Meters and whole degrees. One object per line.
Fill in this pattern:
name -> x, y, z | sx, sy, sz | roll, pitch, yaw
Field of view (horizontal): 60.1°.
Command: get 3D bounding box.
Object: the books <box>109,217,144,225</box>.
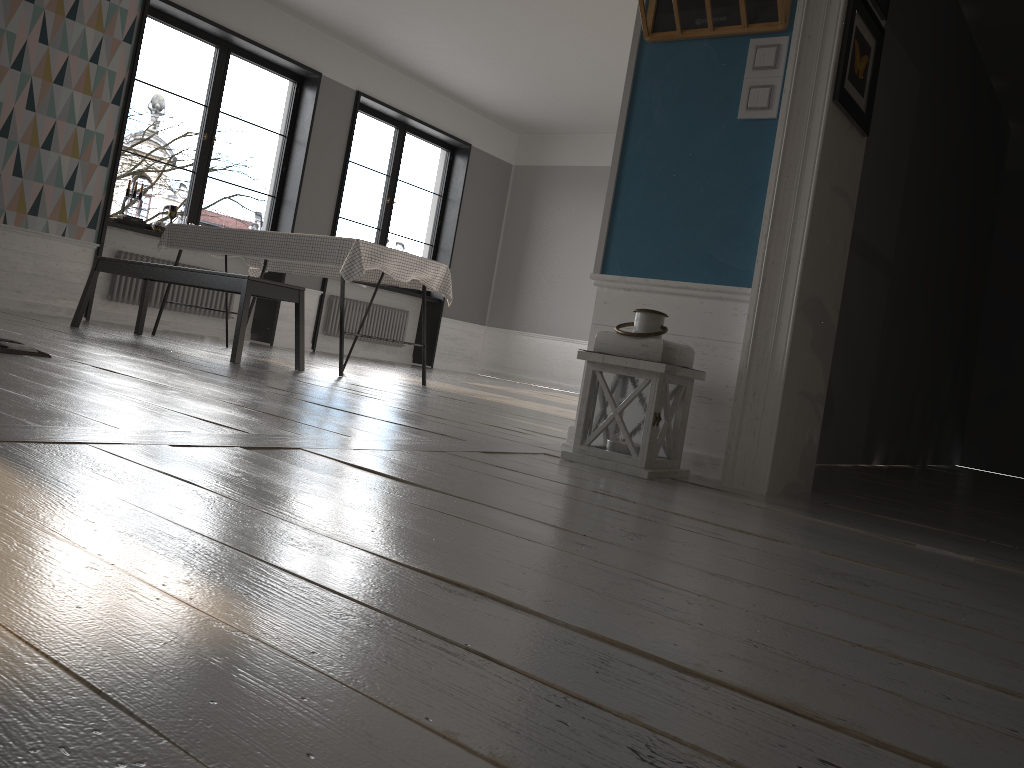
books -> -3.112, -1.312, 7.129 | 0.175, 0.011, 0.215 | 11, 2, 42

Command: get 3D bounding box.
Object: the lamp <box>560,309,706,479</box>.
lamp -> 0.376, 0.014, 2.633 | 0.288, 0.478, 0.285 | 9, -1, 35

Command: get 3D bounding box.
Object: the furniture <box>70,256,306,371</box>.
furniture -> -1.903, -0.439, 5.188 | 1.678, 0.456, 0.463 | 11, 0, 36

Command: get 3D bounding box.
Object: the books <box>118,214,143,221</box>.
books -> -3.081, -1.344, 7.146 | 0.124, 0.017, 0.153 | 11, 2, 37

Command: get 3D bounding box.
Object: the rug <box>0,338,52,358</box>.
rug -> -3.027, -0.335, 2.571 | 1.779, 0.034, 2.512 | 11, 2, 36

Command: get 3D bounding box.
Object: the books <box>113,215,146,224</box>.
books -> -3.090, -1.325, 7.144 | 0.163, 0.022, 0.197 | 11, 2, 37

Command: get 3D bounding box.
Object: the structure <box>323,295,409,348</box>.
structure -> -1.559, -0.667, 9.601 | 0.149, 0.428, 1.216 | 8, 0, 34

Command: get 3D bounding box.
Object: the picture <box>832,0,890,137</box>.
picture -> 1.890, -1.047, 2.198 | 1.955, 0.754, 0.356 | 11, -1, 36

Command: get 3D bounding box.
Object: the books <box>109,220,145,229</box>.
books -> -3.121, -1.283, 7.117 | 0.162, 0.011, 0.266 | 11, 2, 39

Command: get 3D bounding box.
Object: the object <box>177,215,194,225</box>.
object -> -2.767, -1.328, 7.594 | 0.154, 0.192, 0.266 | 9, 0, 36

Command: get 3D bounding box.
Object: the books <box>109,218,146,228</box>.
books -> -3.123, -1.299, 7.124 | 0.184, 0.019, 0.270 | 11, 2, 35

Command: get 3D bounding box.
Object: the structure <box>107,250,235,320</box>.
structure -> -2.918, -0.844, 7.715 | 0.149, 0.428, 1.216 | 8, 0, 34

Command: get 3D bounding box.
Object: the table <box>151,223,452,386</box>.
table -> -1.442, -0.548, 5.846 | 2.036, 0.785, 0.926 | 11, 1, 36

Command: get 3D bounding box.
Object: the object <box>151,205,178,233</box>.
object -> -2.897, -1.377, 7.391 | 0.193, 0.257, 0.115 | 10, -2, -44

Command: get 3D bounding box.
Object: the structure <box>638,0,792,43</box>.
structure -> 0.665, -1.516, 2.818 | 0.497, 0.777, 0.184 | 9, -2, 36
